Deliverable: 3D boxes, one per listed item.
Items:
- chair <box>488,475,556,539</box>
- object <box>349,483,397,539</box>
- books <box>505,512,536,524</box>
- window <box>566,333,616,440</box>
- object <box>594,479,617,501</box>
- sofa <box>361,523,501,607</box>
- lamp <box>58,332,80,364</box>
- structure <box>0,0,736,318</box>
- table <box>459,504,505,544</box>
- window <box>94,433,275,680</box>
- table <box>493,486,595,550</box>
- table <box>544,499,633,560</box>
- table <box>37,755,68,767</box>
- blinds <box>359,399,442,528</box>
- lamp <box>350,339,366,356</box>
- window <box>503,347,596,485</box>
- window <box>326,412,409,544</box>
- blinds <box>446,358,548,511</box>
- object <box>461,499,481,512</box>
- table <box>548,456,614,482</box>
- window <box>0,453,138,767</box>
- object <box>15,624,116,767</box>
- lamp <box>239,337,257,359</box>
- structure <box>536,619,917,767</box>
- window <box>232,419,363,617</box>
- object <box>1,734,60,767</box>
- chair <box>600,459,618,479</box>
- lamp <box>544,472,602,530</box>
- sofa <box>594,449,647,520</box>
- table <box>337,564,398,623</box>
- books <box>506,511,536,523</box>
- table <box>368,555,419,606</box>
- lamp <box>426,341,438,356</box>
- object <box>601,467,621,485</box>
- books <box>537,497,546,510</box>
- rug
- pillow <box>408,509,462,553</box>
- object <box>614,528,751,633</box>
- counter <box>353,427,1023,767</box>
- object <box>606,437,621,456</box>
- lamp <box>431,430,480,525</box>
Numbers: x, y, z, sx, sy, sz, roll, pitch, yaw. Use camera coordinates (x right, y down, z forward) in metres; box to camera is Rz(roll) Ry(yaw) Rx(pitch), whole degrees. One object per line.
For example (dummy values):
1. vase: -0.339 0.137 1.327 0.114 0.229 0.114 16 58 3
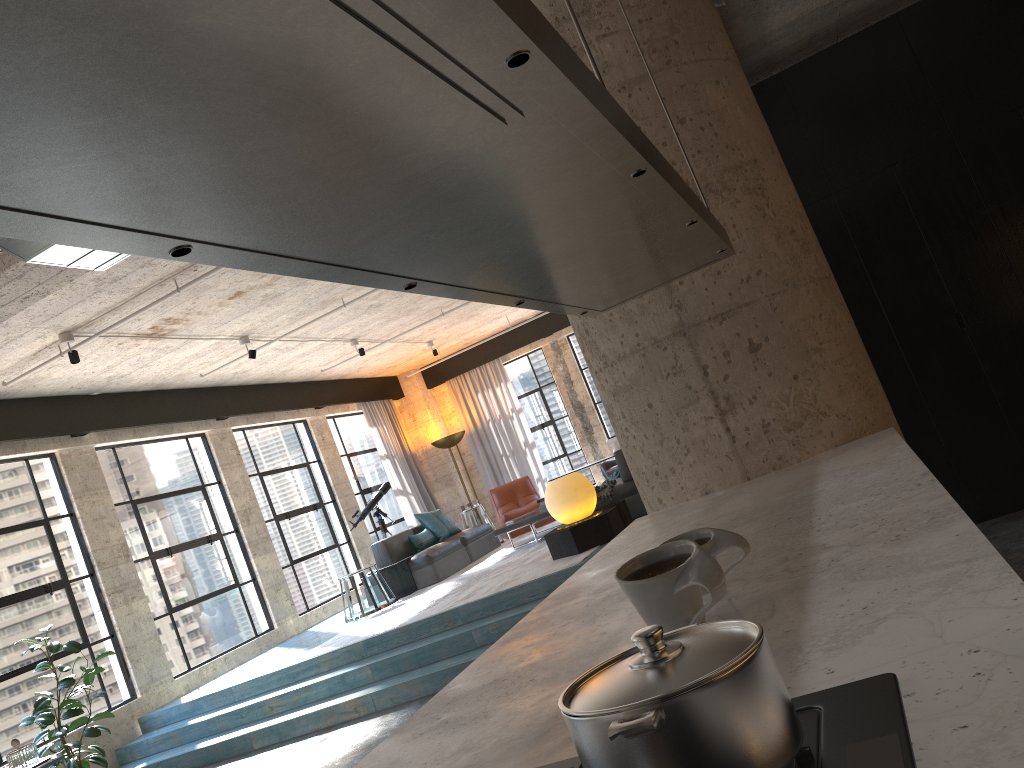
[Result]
1. chair: 0.124 1.788 13.041 0.801 0.759 0.920 -21 -6 -11
2. object: -1.818 2.142 12.428 0.617 1.406 0.595 -24 -6 20
3. books: 0.104 1.595 10.560 0.318 0.011 0.252 -19 -6 -27
4. window: 2.166 0.016 14.748 1.780 2.530 0.081 -23 -6 19
5. object: 0.837 1.100 8.823 0.433 0.185 0.429 -23 -6 15
6. sofa: -1.039 2.098 11.291 1.019 0.680 2.063 -23 -6 19
7. lamp: -3.549 -0.285 7.140 0.107 0.236 0.145 -22 -5 2
8. structure: -0.384 -1.245 1.705 0.538 2.100 3.117 -23 -6 19
9. table: -0.468 2.043 12.504 0.549 0.603 0.549 -21 -5 -2
10. window: -3.622 1.808 9.927 0.081 2.530 1.780 -23 -6 19
11. table: 0.478 1.643 10.755 0.900 0.309 1.500 -23 -6 19
12. table: 0.703 1.317 8.029 0.616 0.230 1.044 -23 -6 19
13. table: -3.613 3.187 6.530 0.450 0.563 0.600 -23 -6 19
14. blinds: -1.660 1.453 14.614 0.384 2.985 1.131 -23 -6 19
15. lamp: -1.996 -0.460 11.466 0.143 0.223 0.107 -17 -7 -37
16. window: 0.218 0.862 15.475 1.780 2.530 0.081 -23 -6 19
17. window: -2.115 1.648 14.152 0.081 2.530 1.780 -23 -6 19
18. blinds: -0.259 0.974 15.270 1.187 2.986 0.404 -24 -6 20
19. object: -0.588 1.711 12.491 0.287 0.096 0.206 -18 -6 -31
20. table: 1.566 1.450 14.190 2.004 0.530 0.715 -23 -6 17
21. window: -4.376 1.888 7.815 0.081 2.530 1.780 -23 -6 19
22. object: -3.581 2.717 7.171 0.886 1.552 0.514 -22 -6 6
23. lamp: -2.757 -0.367 9.298 0.144 0.252 0.107 -22 -5 3
24. structure: 0.003 0.324 0.612 0.506 0.187 0.833 -23 -6 19
25. window: -2.869 1.728 12.040 0.081 2.530 1.780 -23 -6 19
26. object: -3.718 2.795 6.600 0.327 0.253 0.546 -23 -6 19
27. chair: 1.751 0.935 12.043 0.975 0.940 0.820 -18 -6 -31
28. lamp: 0.525 1.024 7.898 0.462 0.417 0.462 -17 -7 -43
29. sofa: 1.328 0.978 9.511 1.019 0.680 2.063 -23 -6 19
30. table: -1.640 2.303 9.854 0.620 0.472 0.620 -24 -6 22
31. books: 0.108 1.582 10.560 0.318 0.011 0.252 -19 -6 -22
32. table: -1.338 2.280 10.298 0.420 0.390 0.413 -23 -6 19
33. lamp: -1.219 -0.541 13.657 0.107 0.223 0.143 -26 -7 42
34. object: 1.297 0.853 9.602 0.444 0.438 0.985 -16 -8 -44
35. books: 0.458 1.445 10.998 0.279 0.116 0.322 -22 -5 4
36. rug: 0.533 1.815 11.048 2.954 0.032 7.768 -23 -6 19
37. pillow: -1.072 1.851 11.433 0.349 0.466 1.042 -25 -6 29
38. object: 0.306 0.328 1.527 0.188 0.133 0.437 -24 -6 20
39. counter: 0.341 0.424 1.664 1.000 0.046 3.500 -23 -6 19
40. object: 1.621 0.981 13.994 0.214 0.259 0.154 -23 -6 19
41. lamp: -0.740 1.735 14.794 0.619 1.822 0.619 -23 -6 19
